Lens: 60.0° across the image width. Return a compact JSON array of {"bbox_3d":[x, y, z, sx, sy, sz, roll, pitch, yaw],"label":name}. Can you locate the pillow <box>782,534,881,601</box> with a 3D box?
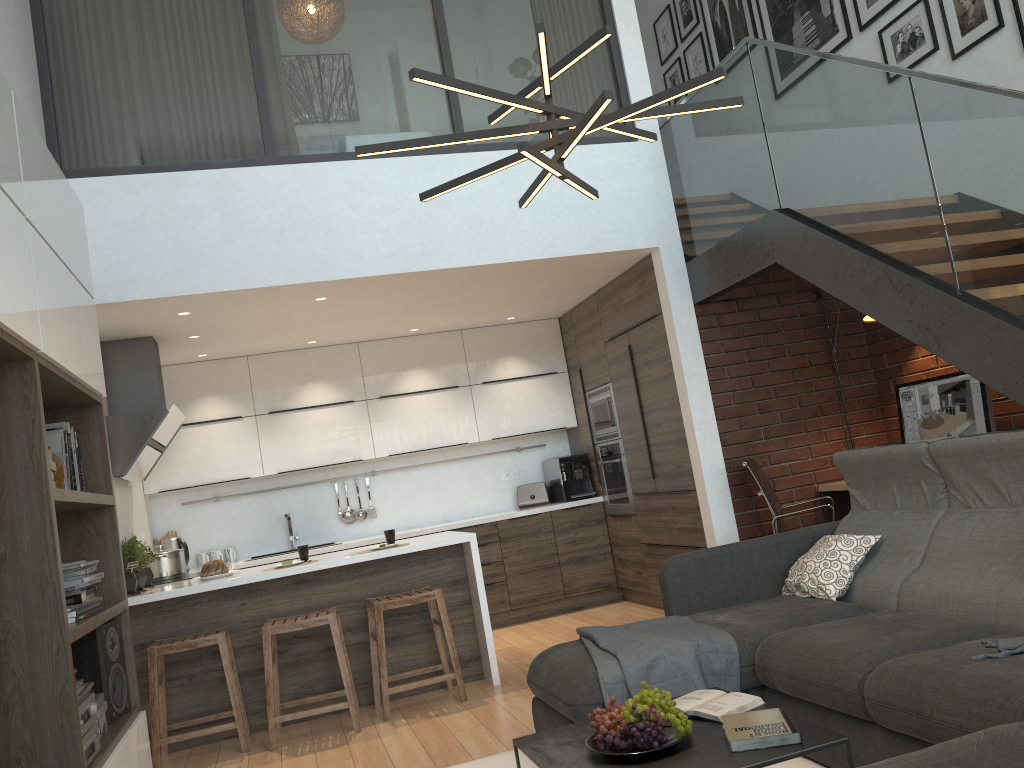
[{"bbox_3d":[1.635,0.600,2.805,0.386,0.364,2.734,-8,-6,-12],"label":"pillow"}]

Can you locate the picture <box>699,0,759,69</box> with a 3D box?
[{"bbox_3d":[1.668,-2.967,6.951,0.025,0.990,0.654,-8,-6,-16],"label":"picture"}]

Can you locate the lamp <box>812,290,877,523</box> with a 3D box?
[{"bbox_3d":[2.349,0.283,5.331,0.462,2.003,1.054,-6,-7,-32],"label":"lamp"}]

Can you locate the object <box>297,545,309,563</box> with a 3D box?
[{"bbox_3d":[-1.186,0.968,5.052,0.066,0.093,0.066,-12,-6,20],"label":"object"}]

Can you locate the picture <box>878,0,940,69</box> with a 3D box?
[{"bbox_3d":[2.316,-2.011,5.188,0.025,0.333,0.410,-8,-6,-16],"label":"picture"}]

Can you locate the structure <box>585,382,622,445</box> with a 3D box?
[{"bbox_3d":[0.927,0.211,7.000,0.459,0.430,0.595,-8,-6,-16],"label":"structure"}]

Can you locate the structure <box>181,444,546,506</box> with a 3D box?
[{"bbox_3d":[-1.138,0.733,7.301,3.000,0.045,0.050,-8,-6,-16],"label":"structure"}]

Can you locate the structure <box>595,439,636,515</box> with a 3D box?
[{"bbox_3d":[0.994,0.704,6.944,0.495,0.570,0.595,-8,-6,-16],"label":"structure"}]

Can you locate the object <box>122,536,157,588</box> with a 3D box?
[{"bbox_3d":[-2.161,1.035,5.139,0.179,0.311,0.172,-9,-6,-5],"label":"object"}]

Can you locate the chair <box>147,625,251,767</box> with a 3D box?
[{"bbox_3d":[-1.625,1.604,4.575,0.450,0.600,0.350,-8,-6,-16],"label":"chair"}]

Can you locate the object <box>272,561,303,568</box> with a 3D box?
[{"bbox_3d":[-1.240,1.004,4.923,0.176,0.014,0.176,-7,-7,-26],"label":"object"}]

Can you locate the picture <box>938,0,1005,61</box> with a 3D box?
[{"bbox_3d":[2.443,-2.023,4.741,0.022,0.440,0.358,-8,-6,-16],"label":"picture"}]

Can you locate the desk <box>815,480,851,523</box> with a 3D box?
[{"bbox_3d":[2.553,0.817,4.653,0.610,0.750,2.182,-8,-6,-16],"label":"desk"}]

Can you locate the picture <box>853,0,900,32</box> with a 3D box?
[{"bbox_3d":[2.254,-2.592,5.106,0.025,0.654,0.990,-8,-6,-16],"label":"picture"}]

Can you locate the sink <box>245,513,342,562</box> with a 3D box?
[{"bbox_3d":[-1.677,1.249,6.791,0.706,0.518,0.512,-8,-6,-16],"label":"sink"}]

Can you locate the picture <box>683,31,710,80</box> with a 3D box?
[{"bbox_3d":[1.560,-2.692,7.474,0.025,0.410,0.333,-8,-6,-16],"label":"picture"}]

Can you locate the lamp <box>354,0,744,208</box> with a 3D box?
[{"bbox_3d":[-0.154,-2.408,2.858,1.200,3.645,0.831,-9,-6,-6],"label":"lamp"}]

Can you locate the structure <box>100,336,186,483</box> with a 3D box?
[{"bbox_3d":[-2.372,0.113,5.740,0.407,0.998,0.898,-8,-6,-16],"label":"structure"}]

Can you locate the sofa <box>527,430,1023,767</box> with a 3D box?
[{"bbox_3d":[1.098,0.724,2.532,2.108,0.995,3.169,-8,-6,-16],"label":"sofa"}]

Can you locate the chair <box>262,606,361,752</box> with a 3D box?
[{"bbox_3d":[-1.055,1.510,4.612,0.450,0.600,0.350,-9,-6,-11],"label":"chair"}]

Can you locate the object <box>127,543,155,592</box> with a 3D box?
[{"bbox_3d":[-2.115,1.021,4.949,0.221,0.283,0.211,-9,-6,-3],"label":"object"}]

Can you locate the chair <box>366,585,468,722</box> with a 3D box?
[{"bbox_3d":[-0.547,1.446,4.840,0.450,0.600,0.350,-8,-6,-18],"label":"chair"}]

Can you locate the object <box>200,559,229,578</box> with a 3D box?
[{"bbox_3d":[-1.690,1.050,5.029,0.155,0.101,0.161,-8,-6,-20],"label":"object"}]

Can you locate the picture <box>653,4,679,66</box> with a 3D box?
[{"bbox_3d":[1.373,-3.111,7.917,0.025,0.410,0.333,-8,-6,-16],"label":"picture"}]

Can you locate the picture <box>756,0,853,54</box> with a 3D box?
[{"bbox_3d":[1.964,-2.618,6.097,0.025,0.990,0.871,-8,-6,-16],"label":"picture"}]

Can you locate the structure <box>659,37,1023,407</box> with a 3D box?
[{"bbox_3d":[2.197,-0.289,4.438,1.289,3.460,5.660,-8,-6,-16],"label":"structure"}]

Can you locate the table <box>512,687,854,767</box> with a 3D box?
[{"bbox_3d":[0.450,1.145,2.452,0.700,0.323,0.700,-8,-6,-16],"label":"table"}]

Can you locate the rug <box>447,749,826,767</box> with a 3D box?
[{"bbox_3d":[0.341,1.351,2.538,1.606,0.013,2.496,-8,-6,-16],"label":"rug"}]

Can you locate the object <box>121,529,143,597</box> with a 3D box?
[{"bbox_3d":[-2.069,0.949,4.745,0.186,0.367,0.196,-8,-6,-16],"label":"object"}]

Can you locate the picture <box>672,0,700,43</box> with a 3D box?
[{"bbox_3d":[1.478,-3.168,7.524,0.025,0.410,0.333,-8,-6,-16],"label":"picture"}]

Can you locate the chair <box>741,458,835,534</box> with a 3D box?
[{"bbox_3d":[1.767,0.885,5.211,0.700,0.991,0.651,-12,-6,18],"label":"chair"}]

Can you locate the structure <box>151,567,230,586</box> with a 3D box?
[{"bbox_3d":[-2.093,1.231,5.642,0.550,0.006,0.609,-8,-6,-16],"label":"structure"}]

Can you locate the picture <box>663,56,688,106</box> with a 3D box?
[{"bbox_3d":[1.455,-2.632,7.867,0.025,0.410,0.333,-8,-6,-16],"label":"picture"}]

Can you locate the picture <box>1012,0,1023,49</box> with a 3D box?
[{"bbox_3d":[2.759,-2.062,3.621,0.028,1.678,1.785,-8,-6,-16],"label":"picture"}]

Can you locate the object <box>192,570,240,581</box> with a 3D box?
[{"bbox_3d":[-1.671,1.086,5.018,0.261,0.021,0.261,-7,-6,-21],"label":"object"}]
